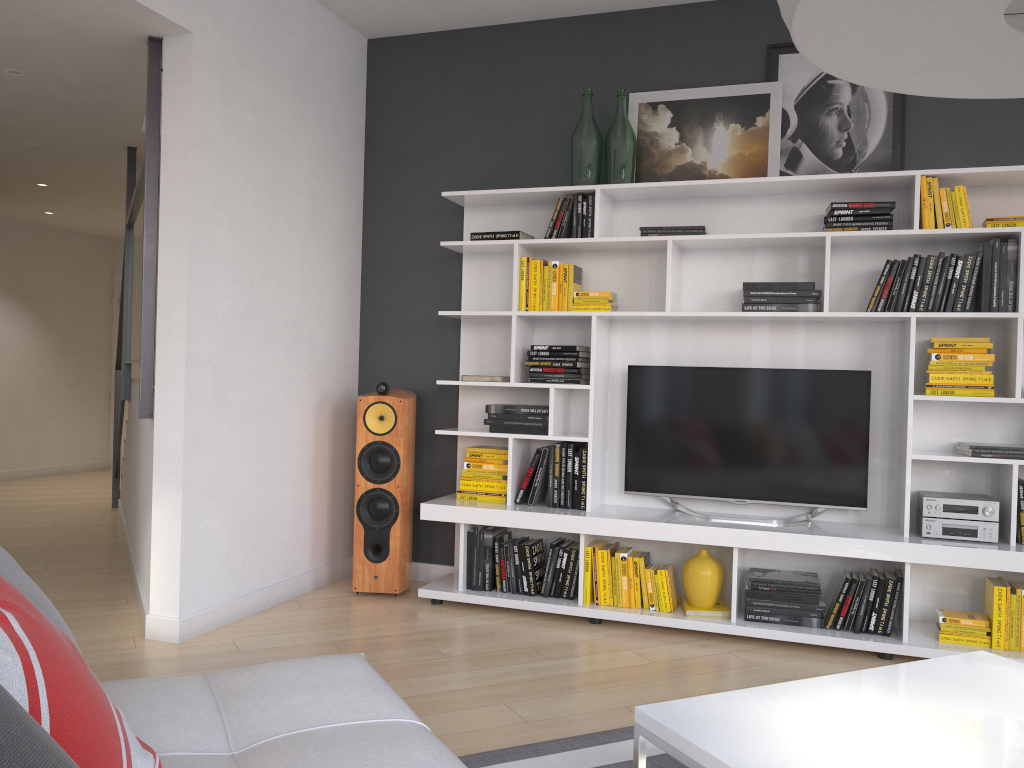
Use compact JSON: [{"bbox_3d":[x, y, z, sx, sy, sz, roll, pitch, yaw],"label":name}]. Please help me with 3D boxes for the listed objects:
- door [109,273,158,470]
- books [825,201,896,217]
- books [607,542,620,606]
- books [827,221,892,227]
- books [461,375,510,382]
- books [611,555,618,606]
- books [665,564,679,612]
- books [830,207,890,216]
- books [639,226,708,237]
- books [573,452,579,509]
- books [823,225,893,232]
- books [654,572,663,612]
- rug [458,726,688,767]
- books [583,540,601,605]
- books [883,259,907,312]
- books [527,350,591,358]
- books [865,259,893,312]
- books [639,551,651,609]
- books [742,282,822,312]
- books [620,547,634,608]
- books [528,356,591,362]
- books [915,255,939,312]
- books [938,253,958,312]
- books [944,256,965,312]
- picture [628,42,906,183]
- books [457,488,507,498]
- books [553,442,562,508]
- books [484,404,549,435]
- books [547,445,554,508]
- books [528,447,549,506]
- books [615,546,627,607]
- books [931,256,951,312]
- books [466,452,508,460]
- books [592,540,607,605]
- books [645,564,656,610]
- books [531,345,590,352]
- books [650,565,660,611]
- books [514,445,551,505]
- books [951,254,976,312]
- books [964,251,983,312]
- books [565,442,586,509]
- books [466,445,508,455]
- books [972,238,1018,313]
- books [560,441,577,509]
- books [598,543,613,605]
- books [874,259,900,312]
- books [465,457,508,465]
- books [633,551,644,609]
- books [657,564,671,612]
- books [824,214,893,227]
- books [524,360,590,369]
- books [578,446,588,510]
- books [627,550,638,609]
[{"bbox_3d":[-3.880,-0.118,9.505,1.031,2.136,0.085,2,1,19],"label":"door"},{"bbox_3d":[1.554,-0.780,3.969,0.266,0.030,0.209,2,1,13],"label":"books"},{"bbox_3d":[0.489,0.900,4.209,0.038,0.267,0.202,2,1,20],"label":"books"},{"bbox_3d":[1.547,-0.700,3.967,0.264,0.020,0.189,2,1,18],"label":"books"},{"bbox_3d":[-0.121,-0.027,4.532,0.209,0.030,0.266,2,1,13],"label":"books"},{"bbox_3d":[0.500,0.919,4.186,0.042,0.230,0.156,2,1,18],"label":"books"},{"bbox_3d":[0.742,0.943,4.107,0.046,0.193,0.149,2,1,20],"label":"books"},{"bbox_3d":[1.553,-0.753,3.958,0.246,0.026,0.180,2,1,22],"label":"books"},{"bbox_3d":[0.773,-0.708,4.230,0.310,0.047,0.250,2,1,15],"label":"books"},{"bbox_3d":[0.343,0.469,4.380,0.028,0.272,0.200,2,1,19],"label":"books"},{"bbox_3d":[1.547,-0.675,3.964,0.284,0.030,0.214,2,1,23],"label":"books"},{"bbox_3d":[0.687,0.955,4.100,0.049,0.169,0.113,2,1,18],"label":"books"},{"bbox_3d":[0.762,1.132,1.773,1.662,0.016,2.326,1,1,-26],"label":"rug"},{"bbox_3d":[0.381,0.893,4.220,0.029,0.270,0.204,2,1,19],"label":"books"},{"bbox_3d":[1.676,-0.420,3.889,0.081,0.233,0.169,2,1,18],"label":"books"},{"bbox_3d":[0.249,-0.147,4.434,0.284,0.030,0.214,2,1,28],"label":"books"},{"bbox_3d":[1.618,-0.423,3.919,0.104,0.234,0.182,2,1,19],"label":"books"},{"bbox_3d":[0.634,0.918,4.165,0.056,0.235,0.172,2,1,18],"label":"books"},{"bbox_3d":[1.238,-0.387,4.087,0.343,0.137,0.277,2,1,14],"label":"books"},{"bbox_3d":[0.549,0.908,4.185,0.055,0.252,0.185,2,1,18],"label":"books"},{"bbox_3d":[0.237,-0.122,4.417,0.264,0.020,0.189,2,1,23],"label":"books"},{"bbox_3d":[1.796,-0.425,3.860,0.084,0.249,0.191,2,1,19],"label":"books"},{"bbox_3d":[1.869,-0.425,3.833,0.075,0.254,0.192,2,1,18],"label":"books"},{"bbox_3d":[1.889,-0.419,3.812,0.071,0.243,0.179,2,1,18],"label":"books"},{"bbox_3d":[1.183,-1.271,4.230,1.279,0.707,0.076,2,1,19],"label":"picture"},{"bbox_3d":[-0.114,0.550,4.550,0.269,0.025,0.213,2,1,22],"label":"books"},{"bbox_3d":[0.255,0.447,4.414,0.034,0.314,0.237,2,1,19],"label":"books"},{"bbox_3d":[0.062,0.177,4.501,0.343,0.137,0.277,2,1,19],"label":"books"},{"bbox_3d":[0.223,0.454,4.420,0.028,0.301,0.213,2,1,19],"label":"books"},{"bbox_3d":[0.160,0.456,4.440,0.100,0.289,0.210,2,1,18],"label":"books"},{"bbox_3d":[0.521,0.907,4.183,0.041,0.252,0.180,2,1,19],"label":"books"},{"bbox_3d":[1.839,-0.418,3.815,0.069,0.242,0.172,2,1,20],"label":"books"},{"bbox_3d":[-0.091,0.366,4.557,0.234,0.024,0.171,2,1,23],"label":"books"},{"bbox_3d":[0.424,0.894,4.226,0.048,0.271,0.213,2,1,19],"label":"books"},{"bbox_3d":[0.656,0.943,4.132,0.056,0.188,0.138,2,1,19],"label":"books"},{"bbox_3d":[0.242,-0.175,4.407,0.246,0.026,0.180,2,1,27],"label":"books"},{"bbox_3d":[0.674,0.944,4.118,0.046,0.187,0.134,2,1,19],"label":"books"},{"bbox_3d":[0.117,0.457,4.474,0.142,0.284,0.232,2,1,19],"label":"books"},{"bbox_3d":[1.929,-0.421,3.810,0.084,0.249,0.191,2,1,19],"label":"books"},{"bbox_3d":[1.962,-0.425,3.800,0.066,0.260,0.197,2,1,19],"label":"books"},{"bbox_3d":[0.315,0.449,4.397,0.034,0.315,0.239,2,1,19],"label":"books"},{"bbox_3d":[-0.092,0.341,4.582,0.234,0.024,0.171,2,1,23],"label":"books"},{"bbox_3d":[2.063,-0.447,3.794,0.128,0.321,0.259,2,1,19],"label":"books"},{"bbox_3d":[0.287,0.442,4.407,0.026,0.326,0.237,2,1,19],"label":"books"},{"bbox_3d":[0.460,0.902,4.220,0.066,0.258,0.198,2,1,19],"label":"books"},{"bbox_3d":[1.651,-0.421,3.912,0.096,0.234,0.187,2,1,20],"label":"books"},{"bbox_3d":[-0.099,0.390,4.563,0.238,0.023,0.167,2,1,35],"label":"books"},{"bbox_3d":[0.601,0.917,4.166,0.043,0.235,0.171,2,1,18],"label":"books"},{"bbox_3d":[0.716,0.943,4.107,0.067,0.193,0.148,2,1,20],"label":"books"},{"bbox_3d":[1.558,-0.725,3.985,0.284,0.030,0.214,2,1,23],"label":"books"},{"bbox_3d":[0.236,-0.097,4.413,0.284,0.030,0.214,2,1,28],"label":"books"},{"bbox_3d":[0.382,0.459,4.368,0.051,0.297,0.230,2,1,19],"label":"books"},{"bbox_3d":[0.572,0.915,4.156,0.043,0.240,0.169,2,1,18],"label":"books"}]
